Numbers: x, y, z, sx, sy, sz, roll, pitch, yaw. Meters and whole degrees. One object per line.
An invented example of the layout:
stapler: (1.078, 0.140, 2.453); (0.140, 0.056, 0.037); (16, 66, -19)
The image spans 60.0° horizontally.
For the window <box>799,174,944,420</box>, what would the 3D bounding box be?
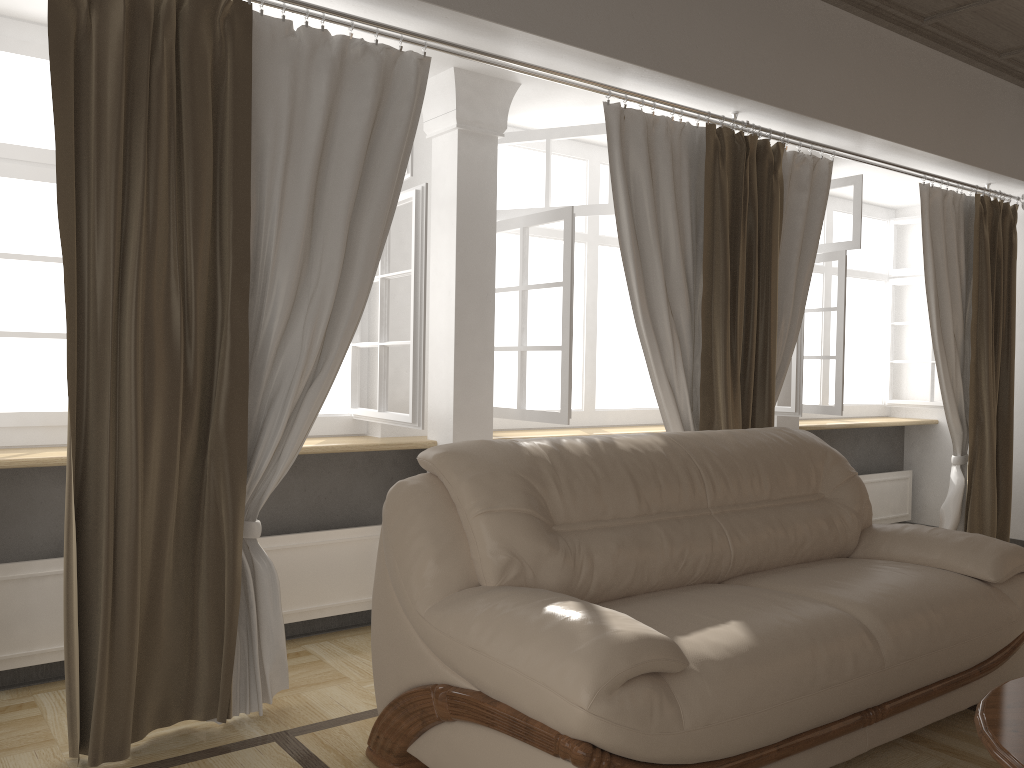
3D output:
window: (2.270, -0.504, 5.678); (1.653, 1.500, 0.782); (0, 1, -36)

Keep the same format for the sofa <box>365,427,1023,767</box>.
sofa: (0.695, 0.627, 2.799); (2.135, 0.900, 1.051); (0, 1, -36)

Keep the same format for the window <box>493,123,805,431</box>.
window: (0.663, -0.509, 4.506); (1.759, 1.500, 0.784); (0, 1, -37)

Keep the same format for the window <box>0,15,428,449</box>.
window: (-1.087, -0.514, 3.199); (1.600, 1.500, 0.781); (0, 1, -36)

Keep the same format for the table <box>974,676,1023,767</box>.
table: (1.520, 0.918, 1.661); (1.169, 0.392, 1.167); (0, 2, -41)

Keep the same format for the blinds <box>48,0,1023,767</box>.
blinds: (0.934, -0.097, 3.991); (5.765, 2.294, 0.285); (0, 1, -36)
